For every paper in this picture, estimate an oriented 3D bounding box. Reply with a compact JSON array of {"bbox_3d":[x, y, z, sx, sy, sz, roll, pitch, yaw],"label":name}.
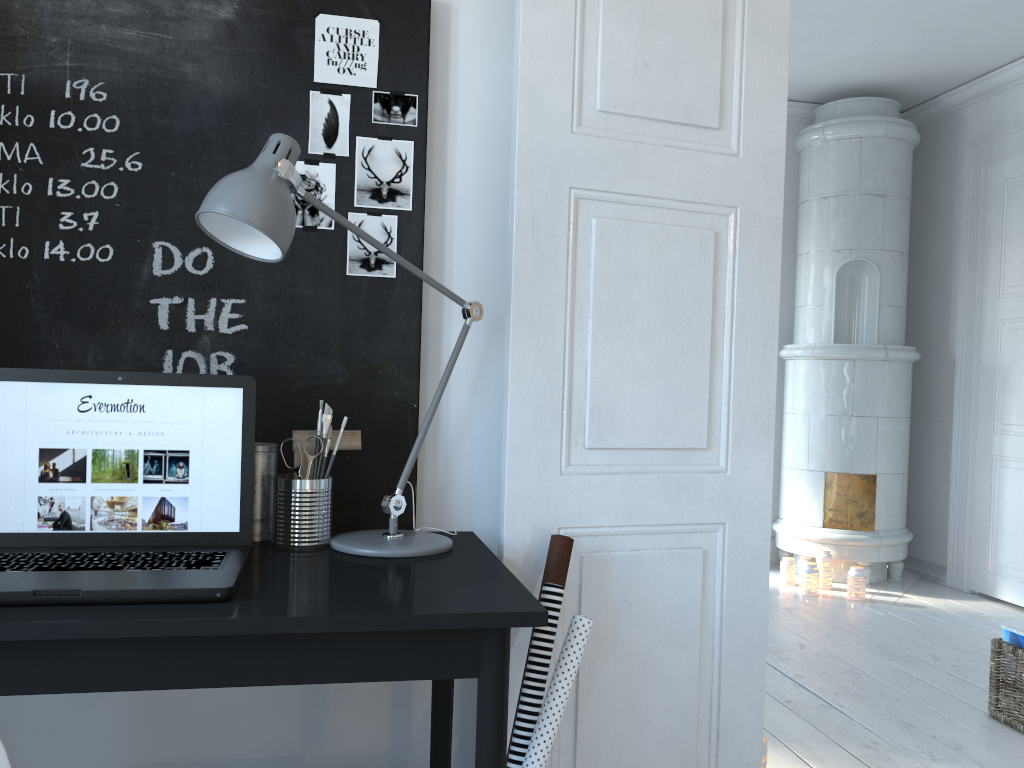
[{"bbox_3d":[0.023,0.680,1.731,0.048,0.747,0.297,3,1,33],"label":"paper"},{"bbox_3d":[0.010,0.722,1.658,0.043,0.669,0.266,3,1,33],"label":"paper"},{"bbox_3d":[0.022,0.740,1.601,0.283,0.627,0.041,1,1,-34],"label":"paper"}]

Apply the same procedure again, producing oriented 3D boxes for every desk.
[{"bbox_3d":[-0.595,0.674,1.439,1.159,0.759,0.651,2,1,-12],"label":"desk"}]

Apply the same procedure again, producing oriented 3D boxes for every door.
[{"bbox_3d":[2.811,-0.094,4.245,0.306,2.506,1.598,2,1,-12],"label":"door"},{"bbox_3d":[1.206,-0.142,2.370,2.599,2.506,0.577,2,1,-12],"label":"door"}]

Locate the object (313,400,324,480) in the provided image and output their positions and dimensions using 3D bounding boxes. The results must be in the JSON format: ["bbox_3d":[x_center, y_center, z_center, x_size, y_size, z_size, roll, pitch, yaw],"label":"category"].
[{"bbox_3d":[-0.372,0.164,1.679,0.008,0.267,0.060,2,1,5],"label":"object"}]

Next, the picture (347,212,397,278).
[{"bbox_3d":[-0.296,-0.296,1.878,0.103,0.136,0.001,2,1,-12],"label":"picture"}]

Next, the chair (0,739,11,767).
[{"bbox_3d":[-0.677,0.639,0.768,0.554,0.824,0.474,3,1,43],"label":"chair"}]

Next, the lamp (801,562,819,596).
[{"bbox_3d":[1.578,1.032,4.695,0.089,0.166,0.089,2,1,-10],"label":"lamp"}]

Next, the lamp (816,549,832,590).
[{"bbox_3d":[1.706,1.014,4.857,0.098,0.210,0.098,2,1,-7],"label":"lamp"}]

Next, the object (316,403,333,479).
[{"bbox_3d":[-0.368,0.167,1.681,0.012,0.264,0.062,3,1,30],"label":"object"}]

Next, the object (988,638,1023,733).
[{"bbox_3d":[1.765,0.994,2.915,0.270,0.265,0.223,2,1,-12],"label":"object"}]

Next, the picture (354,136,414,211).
[{"bbox_3d":[-0.271,-0.449,1.879,0.121,0.153,0.002,2,1,-12],"label":"picture"}]

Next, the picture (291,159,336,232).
[{"bbox_3d":[-0.423,-0.393,1.848,0.107,0.150,0.001,2,1,-12],"label":"picture"}]

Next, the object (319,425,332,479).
[{"bbox_3d":[-0.364,0.190,1.672,0.009,0.222,0.082,2,1,18],"label":"object"}]

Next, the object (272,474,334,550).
[{"bbox_3d":[-0.392,0.237,1.662,0.108,0.128,0.108,2,1,3],"label":"object"}]

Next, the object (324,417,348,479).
[{"bbox_3d":[-0.351,0.181,1.669,0.084,0.240,0.009,1,1,-35],"label":"object"}]

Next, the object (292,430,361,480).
[{"bbox_3d":[-0.357,0.195,1.723,0.138,0.209,0.034,1,1,-32],"label":"object"}]

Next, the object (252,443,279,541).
[{"bbox_3d":[-0.494,0.210,1.713,0.079,0.188,0.079,1,1,-33],"label":"object"}]

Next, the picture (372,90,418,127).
[{"bbox_3d":[-0.248,-0.586,1.881,0.095,0.071,0.001,2,1,-12],"label":"picture"}]

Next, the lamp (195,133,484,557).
[{"bbox_3d":[-0.284,-0.051,1.609,0.617,0.716,0.230,1,1,-41],"label":"lamp"}]

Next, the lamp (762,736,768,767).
[{"bbox_3d":[0.611,0.996,2.289,0.089,0.166,0.089,2,1,-19],"label":"lamp"}]

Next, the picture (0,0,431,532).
[{"bbox_3d":[-0.661,-0.275,1.833,0.953,1.172,0.064,2,1,-12],"label":"picture"}]

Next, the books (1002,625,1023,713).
[{"bbox_3d":[1.753,0.961,2.912,0.201,0.300,0.179,2,1,-12],"label":"books"}]

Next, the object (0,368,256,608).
[{"bbox_3d":[-0.630,0.138,1.329,0.445,0.315,0.325,2,1,-12],"label":"object"}]

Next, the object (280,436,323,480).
[{"bbox_3d":[-0.404,0.197,1.670,0.081,0.198,0.050,2,1,13],"label":"object"}]

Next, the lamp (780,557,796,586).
[{"bbox_3d":[1.531,1.040,4.922,0.084,0.146,0.084,2,1,-7],"label":"lamp"}]

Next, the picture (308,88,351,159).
[{"bbox_3d":[-0.382,-0.544,1.854,0.083,0.146,0.002,2,1,-12],"label":"picture"}]

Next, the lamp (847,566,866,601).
[{"bbox_3d":[1.797,1.039,4.625,0.089,0.166,0.089,2,1,-13],"label":"lamp"}]

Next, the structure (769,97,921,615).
[{"bbox_3d":[1.858,-0.206,5.031,0.800,2.828,1.248,3,1,33],"label":"structure"}]

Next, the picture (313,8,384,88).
[{"bbox_3d":[-0.344,-0.703,1.857,0.147,0.154,0.004,2,1,-12],"label":"picture"}]
